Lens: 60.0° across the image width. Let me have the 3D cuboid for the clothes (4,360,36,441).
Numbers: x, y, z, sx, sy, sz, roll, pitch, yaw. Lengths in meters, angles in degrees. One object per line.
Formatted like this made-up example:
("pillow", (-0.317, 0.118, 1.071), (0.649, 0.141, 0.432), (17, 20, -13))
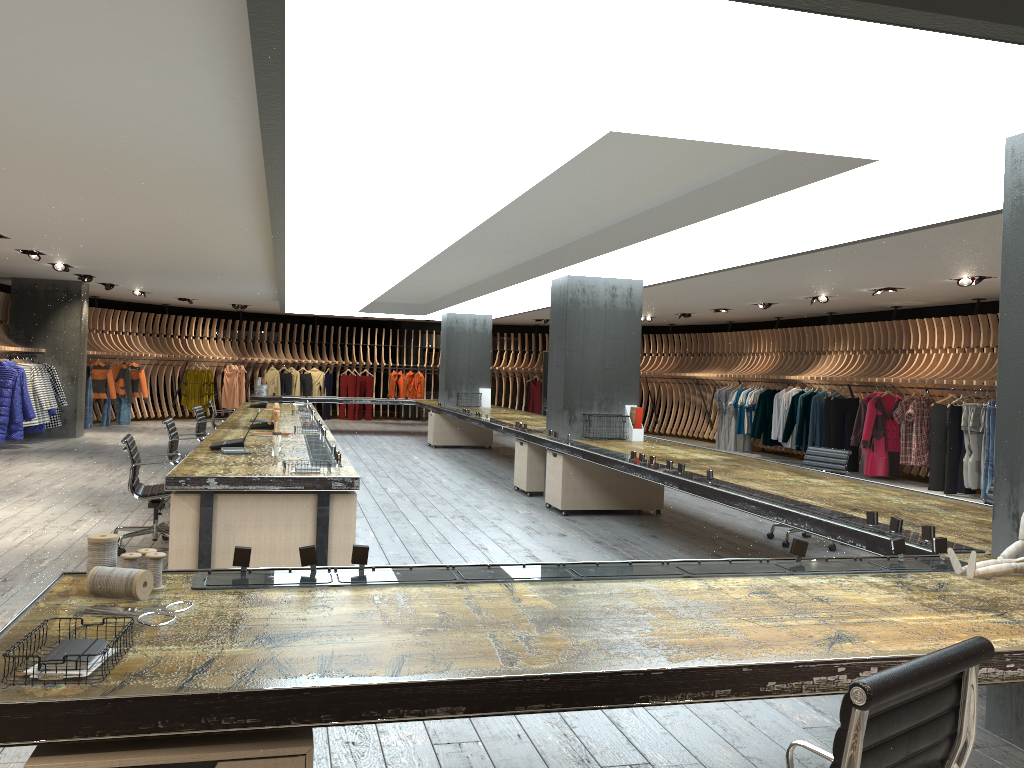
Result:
("clothes", (-7.746, 0.261, 13.512), (0.883, 1.246, 0.249), (2, 0, -18))

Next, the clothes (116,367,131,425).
("clothes", (-8.417, 0.325, 19.213), (0.308, 1.422, 0.200), (2, 0, -42))

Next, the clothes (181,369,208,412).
("clothes", (-7.542, 0.155, 21.109), (0.665, 1.045, 0.168), (2, 0, 17))

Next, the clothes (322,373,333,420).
("clothes", (-4.884, 0.380, 23.470), (0.087, 1.353, 0.539), (2, 0, 10))

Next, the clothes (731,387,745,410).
("clothes", (4.744, 0.537, 17.707), (0.743, 0.931, 0.158), (2, 0, 10))

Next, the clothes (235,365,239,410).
("clothes", (-6.894, 0.103, 21.975), (0.125, 1.156, 0.447), (2, 0, -45))

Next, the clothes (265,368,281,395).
("clothes", (-6.144, 0.023, 22.664), (0.705, 0.890, 0.250), (2, 0, 36))

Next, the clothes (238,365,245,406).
("clothes", (-6.778, 0.105, 22.092), (0.447, 1.156, 0.125), (2, 0, 40))

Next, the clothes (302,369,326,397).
("clothes", (-5.206, 0.046, 23.287), (0.705, 0.890, 0.250), (2, 0, 6))

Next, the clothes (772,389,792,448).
("clothes", (5.136, 0.622, 16.278), (0.733, 1.106, 0.165), (2, 0, -10))

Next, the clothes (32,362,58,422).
("clothes", (-8.003, 0.165, 14.845), (0.752, 1.062, 0.128), (2, 0, -16))

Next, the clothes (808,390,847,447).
("clothes", (5.419, 0.639, 15.118), (0.715, 1.088, 0.257), (2, 0, -9))

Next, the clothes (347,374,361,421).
("clothes", (-4.239, 0.407, 23.730), (0.093, 1.338, 0.552), (2, 0, -44))

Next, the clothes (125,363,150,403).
("clothes", (-8.348, -0.029, 19.474), (0.839, 0.881, 0.201), (2, 0, 16))

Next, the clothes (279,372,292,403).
("clothes", (-5.904, 0.355, 22.850), (0.539, 1.353, 0.087), (2, 0, 20))

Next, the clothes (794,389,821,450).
("clothes", (5.310, 0.629, 15.543), (0.714, 1.088, 0.257), (2, 0, -19))

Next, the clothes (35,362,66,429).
("clothes", (-8.080, 0.212, 15.201), (0.807, 1.187, 0.192), (2, 0, -14))

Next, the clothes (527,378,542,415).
("clothes", (0.628, 0.415, 23.568), (0.444, 1.129, 0.127), (2, 0, -17))

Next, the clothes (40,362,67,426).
("clothes", (-8.135, 0.208, 15.381), (0.799, 1.185, 0.191), (2, 0, -14))

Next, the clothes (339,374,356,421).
("clothes", (-4.396, 0.403, 23.675), (0.552, 1.338, 0.093), (2, 0, 31))

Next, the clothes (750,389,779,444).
("clothes", (4.954, 0.628, 16.879), (0.913, 1.081, 0.238), (2, 0, -15))

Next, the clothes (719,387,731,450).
("clothes", (4.574, 0.786, 18.313), (0.677, 1.434, 0.204), (2, 0, -25))

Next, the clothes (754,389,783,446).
("clothes", (5.006, 0.633, 16.675), (0.913, 1.081, 0.238), (2, 0, -10))

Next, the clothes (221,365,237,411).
("clothes", (-6.971, 0.101, 21.887), (0.447, 1.156, 0.125), (2, 0, 20))

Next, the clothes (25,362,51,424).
("clothes", (-7.894, 0.175, 14.418), (0.752, 1.062, 0.128), (2, 0, -16))

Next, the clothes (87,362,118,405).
("clothes", (-8.597, -0.022, 18.362), (0.839, 0.881, 0.201), (2, 0, 1))

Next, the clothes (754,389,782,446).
("clothes", (4.992, 0.631, 16.761), (0.913, 1.081, 0.238), (2, 0, -15))

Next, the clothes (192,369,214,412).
("clothes", (-7.447, 0.156, 21.264), (0.665, 1.045, 0.168), (2, 0, 17))

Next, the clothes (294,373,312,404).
("clothes", (-5.473, 0.367, 23.136), (0.539, 1.353, 0.087), (2, 0, 10))

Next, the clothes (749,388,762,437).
("clothes", (4.857, 0.561, 17.208), (0.742, 0.950, 0.168), (2, 0, -31))

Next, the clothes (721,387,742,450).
("clothes", (4.608, 0.790, 18.176), (0.677, 1.434, 0.204), (2, 0, 0))

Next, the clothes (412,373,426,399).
("clothes", (-2.551, 0.116, 24.065), (0.200, 0.881, 0.839), (2, 0, -34))

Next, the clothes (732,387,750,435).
("clothes", (4.713, 0.552, 17.598), (0.738, 0.971, 0.167), (2, 0, -6))

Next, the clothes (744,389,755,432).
("clothes", (4.847, 0.558, 17.432), (0.743, 0.960, 0.167), (2, 0, -21))

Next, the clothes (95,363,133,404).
("clothes", (-8.447, -0.022, 18.907), (0.839, 0.881, 0.201), (2, 0, 6))

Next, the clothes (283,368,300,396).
("clothes", (-5.725, 0.033, 22.987), (0.705, 0.890, 0.250), (2, 0, 26))

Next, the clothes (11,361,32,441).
("clothes", (-7.867, 0.256, 13.666), (0.885, 1.239, 0.245), (2, 0, -18))

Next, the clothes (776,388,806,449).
("clothes", (5.128, 0.625, 16.079), (0.733, 1.106, 0.165), (2, 0, -15))

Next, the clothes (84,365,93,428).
("clothes", (-8.611, 0.335, 18.040), (0.200, 1.422, 0.309), (2, 0, -37))

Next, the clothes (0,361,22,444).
("clothes", (-7.865, 0.267, 13.336), (0.880, 1.260, 0.242), (2, 0, -18))

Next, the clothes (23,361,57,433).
("clothes", (-8.181, 0.226, 15.012), (0.885, 1.239, 0.245), (2, 0, -18))

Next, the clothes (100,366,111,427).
("clothes", (-8.531, 0.329, 18.629), (0.200, 1.422, 0.309), (2, 0, -22))

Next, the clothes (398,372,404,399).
("clothes", (-3.013, 0.099, 24.071), (0.201, 0.881, 0.839), (2, 0, -9))

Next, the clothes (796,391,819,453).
("clothes", (5.334, 0.660, 15.421), (0.913, 1.081, 0.238), (2, 0, -15))

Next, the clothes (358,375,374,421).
("clothes", (-3.964, 0.416, 23.817), (0.552, 1.338, 0.093), (2, 0, 26))

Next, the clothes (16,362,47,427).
("clothes", (-7.836, 0.180, 14.189), (0.752, 1.062, 0.128), (2, 0, -16))

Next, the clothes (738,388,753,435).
("clothes", (4.803, 0.542, 17.473), (0.743, 0.931, 0.158), (2, 0, -10))

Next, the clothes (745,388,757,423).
("clothes", (4.881, 0.544, 17.294), (0.742, 0.938, 0.162), (2, 0, -20))

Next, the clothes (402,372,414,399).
("clothes", (-2.797, 0.107, 24.054), (0.201, 0.881, 0.839), (2, 0, 16))

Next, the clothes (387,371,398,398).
("clothes", (-3.230, 0.092, 23.981), (0.201, 0.881, 0.839), (2, 0, 1))

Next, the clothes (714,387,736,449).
("clothes", (4.538, 0.783, 18.449), (0.677, 1.434, 0.204), (2, 0, 0))

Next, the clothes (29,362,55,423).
("clothes", (-7.959, 0.169, 14.672), (0.752, 1.062, 0.128), (2, 0, -16))

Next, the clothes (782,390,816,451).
("clothes", (5.239, 0.651, 15.763), (0.913, 1.081, 0.238), (2, 0, -10))

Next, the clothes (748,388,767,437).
("clothes", (4.889, 0.549, 17.024), (0.734, 0.937, 0.164), (2, 0, -11))

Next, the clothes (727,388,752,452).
("clothes", (4.640, 0.793, 18.044), (0.677, 1.434, 0.204), (2, 0, -30))
